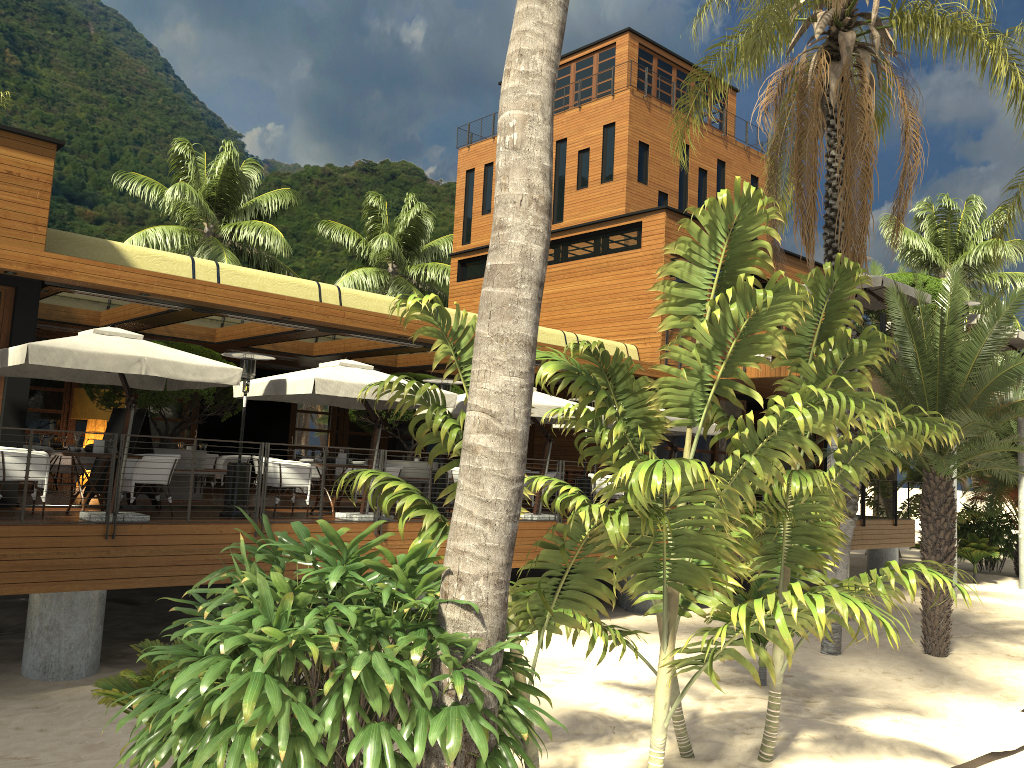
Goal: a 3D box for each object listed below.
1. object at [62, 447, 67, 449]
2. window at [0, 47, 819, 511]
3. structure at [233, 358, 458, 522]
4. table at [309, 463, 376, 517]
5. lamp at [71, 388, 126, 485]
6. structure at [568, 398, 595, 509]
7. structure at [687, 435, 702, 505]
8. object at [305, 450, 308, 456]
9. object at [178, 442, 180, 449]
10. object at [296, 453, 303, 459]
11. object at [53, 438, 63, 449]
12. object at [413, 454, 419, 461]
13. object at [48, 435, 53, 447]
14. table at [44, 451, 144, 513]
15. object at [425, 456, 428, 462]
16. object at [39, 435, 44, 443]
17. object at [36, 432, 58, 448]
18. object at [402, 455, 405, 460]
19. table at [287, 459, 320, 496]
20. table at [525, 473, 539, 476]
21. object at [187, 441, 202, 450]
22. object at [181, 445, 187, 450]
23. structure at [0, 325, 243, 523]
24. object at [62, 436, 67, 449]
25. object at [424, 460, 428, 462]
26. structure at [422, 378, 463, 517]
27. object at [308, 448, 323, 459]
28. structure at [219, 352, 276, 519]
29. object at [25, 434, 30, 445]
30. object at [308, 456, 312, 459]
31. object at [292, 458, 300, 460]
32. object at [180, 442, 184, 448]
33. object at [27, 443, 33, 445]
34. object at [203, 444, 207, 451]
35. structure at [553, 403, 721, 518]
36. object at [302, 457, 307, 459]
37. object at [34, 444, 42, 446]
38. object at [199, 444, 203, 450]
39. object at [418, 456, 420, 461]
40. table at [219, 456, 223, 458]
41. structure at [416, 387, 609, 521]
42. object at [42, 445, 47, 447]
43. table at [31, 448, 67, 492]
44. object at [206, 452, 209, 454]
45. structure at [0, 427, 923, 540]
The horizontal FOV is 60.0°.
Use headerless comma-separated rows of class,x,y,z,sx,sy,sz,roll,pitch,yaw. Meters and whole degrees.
object,-7.860,1.148,15.791,0.170,0.025,0.294,3,-5,-2
window,0.738,-5.818,25.244,14.489,17.999,38.341,0,-6,25
structure,-2.523,0.774,13.082,2.410,2.337,2.412,8,-8,-42
table,-2.652,1.555,13.022,0.930,0.751,0.931,8,-8,-42
lamp,-8.412,1.126,17.903,0.973,2.015,0.971,0,-7,28
structure,1.333,1.324,16.186,0.699,2.197,0.698,-1,-8,35
structure,3.795,1.658,18.423,0.699,2.197,0.698,-1,-8,35
object,-4.481,1.542,19.309,0.082,0.227,0.082,7,-7,-31
object,-6.668,1.286,17.763,0.082,0.227,0.082,7,-7,-32
object,-4.709,1.591,19.674,0.163,0.179,0.167,5,-6,-22
object,-7.934,1.039,15.492,0.163,0.179,0.167,3,-6,-4
object,-2.390,1.859,21.742,0.263,0.264,0.263,2,-6,6
object,-8.067,1.004,15.476,0.082,0.227,0.082,5,-7,-18
table,-5.142,1.218,10.758,0.930,0.751,0.931,8,-8,-42
object,-2.112,1.899,21.854,0.082,0.227,0.082,3,-6,-4
object,-8.463,1.024,15.926,0.082,0.227,0.082,5,-7,-18
object,-8.245,1.002,15.721,0.263,0.264,0.263,4,-6,-7
object,-2.643,1.846,21.580,0.082,0.227,0.082,3,-6,-4
table,-4.381,2.059,19.502,1.166,0.751,1.163,0,-6,28
table,-0.162,1.892,15.285,0.930,0.751,0.931,8,-8,-42
object,-6.363,1.278,17.659,0.263,0.264,0.263,8,-7,-38
object,-6.392,1.283,17.272,0.163,0.179,0.167,7,-7,-31
structure,-5.007,0.438,10.825,2.410,2.337,2.412,8,-8,-42
object,-8.038,1.045,15.913,0.082,0.227,0.082,3,-6,-1
object,-2.100,1.938,21.985,0.168,0.179,0.162,2,-6,10
structure,-1.123,0.992,13.953,0.699,2.197,0.698,-1,-8,35
object,-4.341,1.557,19.558,0.263,0.264,0.263,6,-6,-25
structure,-3.571,0.660,11.728,0.699,2.197,0.698,-1,-8,35
object,-8.492,0.985,15.516,0.082,0.227,0.082,3,-6,-1
object,-4.384,1.617,19.269,0.086,0.086,0.086,1,-6,20
object,-4.694,1.639,19.348,0.170,0.025,0.294,5,-6,-20
object,-6.480,1.261,17.381,0.082,0.227,0.082,-2,-8,40
object,-8.399,1.058,15.458,0.086,0.086,0.086,-2,-8,42
object,-6.090,1.300,17.580,0.082,0.227,0.082,7,-7,-32
structure,2.443,1.447,17.595,2.410,2.337,2.412,8,-8,-42
object,-4.565,1.637,19.470,0.116,0.065,0.116,5,-6,-21
object,-8.266,1.077,15.463,0.116,0.065,0.116,6,-6,-31
object,-6.300,1.323,17.949,0.082,0.227,0.082,8,-8,-37
object,-2.249,1.855,21.453,0.082,0.227,0.082,3,-6,1
table,-6.374,1.779,17.582,1.166,0.751,1.163,1,-6,16
structure,-0.040,1.110,15.339,2.410,2.337,2.412,8,-8,-42
object,-8.165,1.095,15.474,0.080,0.042,0.080,4,-6,-9
table,-8.228,1.505,15.645,1.166,0.751,1.163,1,-6,16
object,-6.086,1.382,17.676,0.086,0.086,0.086,2,-6,11
structure,1.388,1.916,15.095,26.230,1.155,0.163,8,-8,-42
